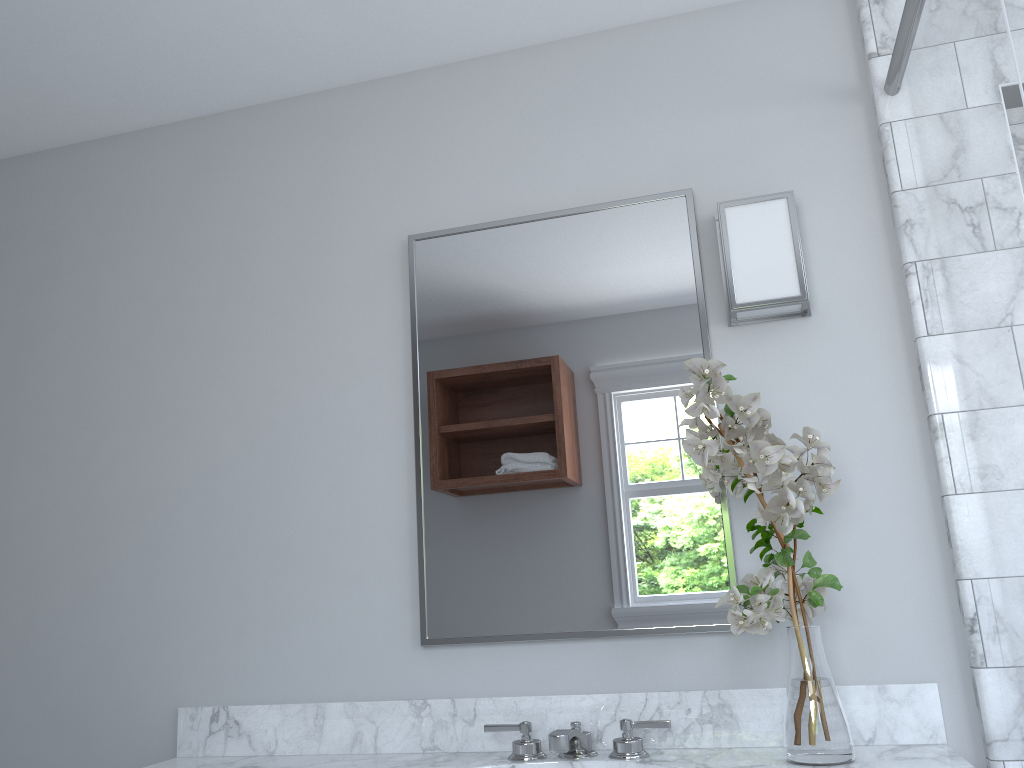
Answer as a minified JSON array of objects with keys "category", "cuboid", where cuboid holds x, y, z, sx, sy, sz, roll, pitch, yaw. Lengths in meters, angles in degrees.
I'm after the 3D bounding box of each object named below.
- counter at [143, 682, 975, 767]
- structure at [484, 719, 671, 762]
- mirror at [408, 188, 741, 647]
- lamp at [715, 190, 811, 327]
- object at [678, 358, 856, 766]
[{"category":"counter","cuboid":[-0.038,1.078,1.489,1.657,0.983,0.638,-7,-14,14]},{"category":"structure","cuboid":[0.128,0.707,1.767,0.295,0.069,0.256,3,-15,-25]},{"category":"mirror","cuboid":[0.108,0.069,2.004,0.694,0.977,0.030,-7,-14,14]},{"category":"lamp","cuboid":[0.544,-0.275,1.930,0.175,0.266,0.091,-7,-14,14]},{"category":"object","cuboid":[0.460,0.318,1.605,0.374,0.706,0.225,10,-19,-43]}]
